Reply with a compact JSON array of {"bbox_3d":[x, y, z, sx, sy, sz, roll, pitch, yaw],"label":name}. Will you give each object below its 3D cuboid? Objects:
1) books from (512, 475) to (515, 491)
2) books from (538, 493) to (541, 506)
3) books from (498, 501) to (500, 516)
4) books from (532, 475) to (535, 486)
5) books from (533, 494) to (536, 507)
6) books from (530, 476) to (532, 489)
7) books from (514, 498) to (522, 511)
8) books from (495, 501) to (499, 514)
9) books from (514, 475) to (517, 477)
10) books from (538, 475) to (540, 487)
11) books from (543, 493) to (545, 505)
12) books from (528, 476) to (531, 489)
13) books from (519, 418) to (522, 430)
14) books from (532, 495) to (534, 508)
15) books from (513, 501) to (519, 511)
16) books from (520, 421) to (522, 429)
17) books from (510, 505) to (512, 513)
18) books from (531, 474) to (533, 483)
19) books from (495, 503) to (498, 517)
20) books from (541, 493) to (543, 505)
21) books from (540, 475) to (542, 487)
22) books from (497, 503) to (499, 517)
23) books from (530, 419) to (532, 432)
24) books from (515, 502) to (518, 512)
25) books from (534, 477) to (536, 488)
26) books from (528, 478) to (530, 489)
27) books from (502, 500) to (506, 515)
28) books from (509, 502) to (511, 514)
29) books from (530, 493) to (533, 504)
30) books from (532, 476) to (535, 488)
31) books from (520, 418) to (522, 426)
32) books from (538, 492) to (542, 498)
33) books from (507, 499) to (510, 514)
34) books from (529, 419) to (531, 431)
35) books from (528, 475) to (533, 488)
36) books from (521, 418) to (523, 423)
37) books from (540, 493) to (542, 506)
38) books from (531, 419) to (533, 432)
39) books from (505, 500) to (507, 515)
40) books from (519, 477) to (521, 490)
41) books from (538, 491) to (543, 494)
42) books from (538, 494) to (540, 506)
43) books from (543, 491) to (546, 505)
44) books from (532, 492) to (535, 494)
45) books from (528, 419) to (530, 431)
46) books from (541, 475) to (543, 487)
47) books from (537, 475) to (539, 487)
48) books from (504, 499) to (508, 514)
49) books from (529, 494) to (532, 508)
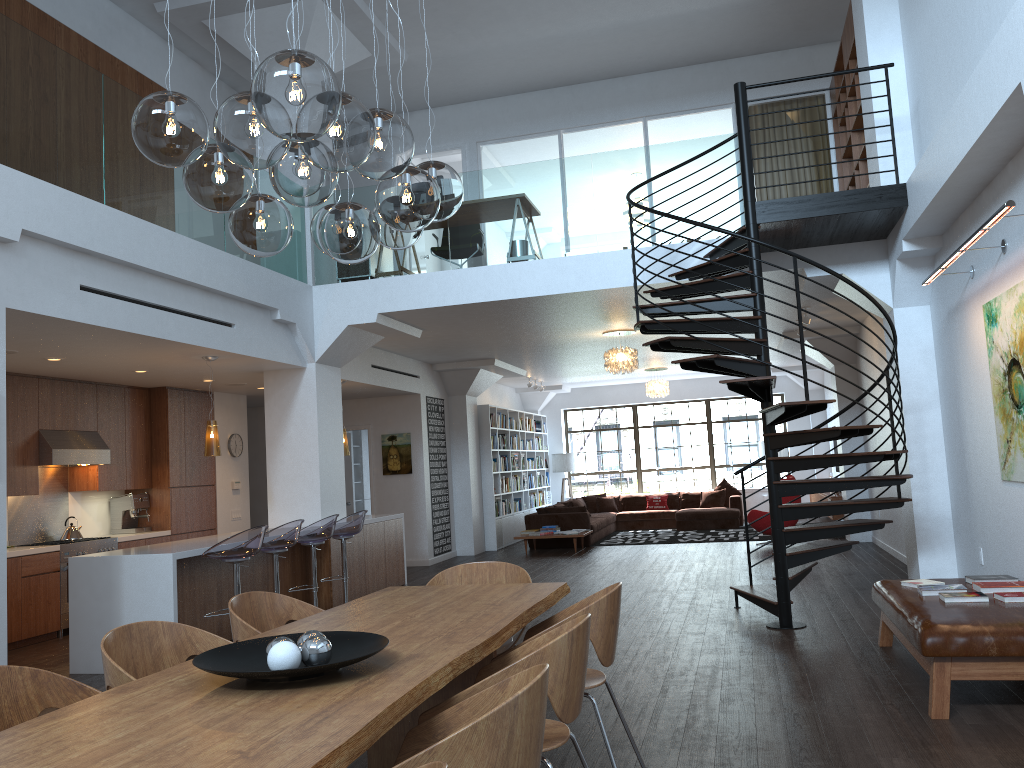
[{"bbox_3d":[-0.046,1.808,16.115,0.176,0.290,0.053,-5,-6,14],"label":"books"},{"bbox_3d":[0.483,2.359,18.045,0.183,0.253,0.036,-5,-6,14],"label":"books"},{"bbox_3d":[-0.294,2.122,15.056,0.180,0.251,0.048,-5,-6,14],"label":"books"},{"bbox_3d":[0.359,1.952,17.674,0.170,0.251,0.118,-5,-6,14],"label":"books"},{"bbox_3d":[0.387,2.325,17.630,0.183,0.253,0.034,-5,-6,14],"label":"books"},{"bbox_3d":[0.292,1.928,17.375,0.182,0.253,0.098,-5,-6,14],"label":"books"},{"bbox_3d":[0.107,2.253,16.583,0.140,0.231,0.042,-5,-6,14],"label":"books"},{"bbox_3d":[-0.316,2.116,14.977,0.183,0.253,0.042,-5,-6,14],"label":"books"},{"bbox_3d":[0.020,1.829,16.379,0.176,0.290,0.036,-5,-6,14],"label":"books"},{"bbox_3d":[0.469,1.988,18.122,0.183,0.253,0.039,-5,-6,14],"label":"books"},{"bbox_3d":[0.587,2.394,18.447,0.171,0.246,0.057,-5,-6,14],"label":"books"},{"bbox_3d":[0.266,1.925,17.292,0.174,0.243,0.085,-5,-6,14],"label":"books"},{"bbox_3d":[0.078,0.780,16.956,0.174,0.236,0.136,-5,-6,14],"label":"books"},{"bbox_3d":[0.332,2.311,17.444,0.183,0.253,0.034,-5,-6,14],"label":"books"},{"bbox_3d":[0.057,2.256,16.361,0.139,0.191,0.036,-5,-6,14],"label":"books"},{"bbox_3d":[0.100,0.798,17.005,0.161,0.207,0.130,-5,-6,14],"label":"books"},{"bbox_3d":[-0.097,2.202,15.771,0.161,0.207,0.135,-5,-6,14],"label":"books"},{"bbox_3d":[0.320,1.921,17.540,0.176,0.293,0.125,-5,-6,14],"label":"books"},{"bbox_3d":[-0.334,2.113,14.865,0.174,0.240,0.054,-5,-6,14],"label":"books"},{"bbox_3d":[0.541,2.379,18.267,0.189,0.247,0.057,-5,-6,14],"label":"books"},{"bbox_3d":[0.520,2.001,18.304,0.183,0.253,0.042,-5,-6,14],"label":"books"},{"bbox_3d":[-0.310,2.127,14.937,0.161,0.223,0.032,-5,-6,14],"label":"books"},{"bbox_3d":[0.296,0.836,17.784,0.183,0.253,0.034,-5,-6,14],"label":"books"},{"bbox_3d":[0.039,2.260,16.277,0.122,0.169,0.023,-5,-6,14],"label":"books"},{"bbox_3d":[0.385,1.972,17.743,0.161,0.222,0.084,-5,-6,14],"label":"books"},{"bbox_3d":[0.239,1.911,17.194,0.182,0.255,0.077,-5,-6,14],"label":"books"},{"bbox_3d":[-0.206,2.148,15.403,0.183,0.253,0.042,-5,-6,14],"label":"books"},{"bbox_3d":[-0.119,2.184,15.719,0.174,0.236,0.142,-5,-6,14],"label":"books"},{"bbox_3d":[0.320,2.289,17.404,0.176,0.290,0.053,-5,-6,14],"label":"books"},{"bbox_3d":[0.349,1.952,17.621,0.174,0.242,0.105,-5,-6,14],"label":"books"},{"bbox_3d":[0.108,0.783,17.088,0.160,0.251,0.031,-5,-6,14],"label":"books"},{"bbox_3d":[0.512,2.357,18.212,0.198,0.284,0.066,-5,-6,14],"label":"books"},{"bbox_3d":[-0.142,2.167,15.633,0.183,0.253,0.042,-5,-6,14],"label":"books"},{"bbox_3d":[0.283,0.834,17.753,0.183,0.253,0.034,-5,-6,14],"label":"books"},{"bbox_3d":[0.300,1.918,17.481,0.197,0.290,0.136,-5,-6,14],"label":"books"},{"bbox_3d":[0.128,0.788,17.151,0.160,0.251,0.039,-5,-6,14],"label":"books"},{"bbox_3d":[0.514,2.366,18.150,0.183,0.253,0.037,-5,-6,14],"label":"books"},{"bbox_3d":[0.330,0.846,17.916,0.183,0.253,0.034,-5,-6,14],"label":"books"},{"bbox_3d":[-0.183,2.158,15.473,0.171,0.246,0.039,-5,-6,14],"label":"books"},{"bbox_3d":[0.063,1.869,16.556,0.174,0.240,0.045,-5,-6,14],"label":"books"},{"bbox_3d":[0.569,2.356,18.314,0.140,0.298,0.044,-5,-6,14],"label":"books"},{"bbox_3d":[0.465,2.353,17.976,0.183,0.253,0.036,-5,-6,14],"label":"books"},{"bbox_3d":[0.603,2.379,18.530,0.176,0.290,0.053,-5,-6,14],"label":"books"},{"bbox_3d":[0.385,2.310,17.668,0.176,0.290,0.036,-5,-6,14],"label":"books"},{"bbox_3d":[0.265,0.831,17.673,0.171,0.246,0.057,-5,-6,14],"label":"books"},{"bbox_3d":[0.545,2.010,18.401,0.160,0.251,0.039,-5,-6,14],"label":"books"},{"bbox_3d":[0.452,1.978,18.019,0.174,0.251,0.051,-5,-6,14],"label":"books"},{"bbox_3d":[-0.169,2.158,15.551,0.180,0.259,0.042,-5,-6,14],"label":"books"},{"bbox_3d":[0.284,2.284,17.299,0.198,0.284,0.066,-5,-6,14],"label":"books"}]
